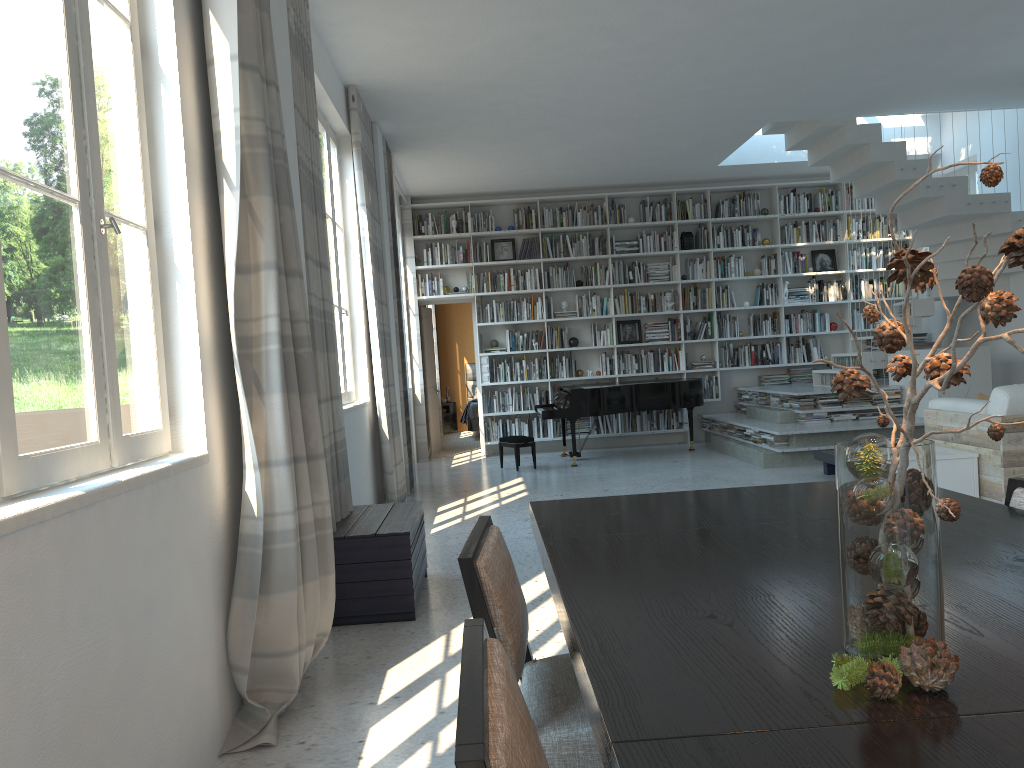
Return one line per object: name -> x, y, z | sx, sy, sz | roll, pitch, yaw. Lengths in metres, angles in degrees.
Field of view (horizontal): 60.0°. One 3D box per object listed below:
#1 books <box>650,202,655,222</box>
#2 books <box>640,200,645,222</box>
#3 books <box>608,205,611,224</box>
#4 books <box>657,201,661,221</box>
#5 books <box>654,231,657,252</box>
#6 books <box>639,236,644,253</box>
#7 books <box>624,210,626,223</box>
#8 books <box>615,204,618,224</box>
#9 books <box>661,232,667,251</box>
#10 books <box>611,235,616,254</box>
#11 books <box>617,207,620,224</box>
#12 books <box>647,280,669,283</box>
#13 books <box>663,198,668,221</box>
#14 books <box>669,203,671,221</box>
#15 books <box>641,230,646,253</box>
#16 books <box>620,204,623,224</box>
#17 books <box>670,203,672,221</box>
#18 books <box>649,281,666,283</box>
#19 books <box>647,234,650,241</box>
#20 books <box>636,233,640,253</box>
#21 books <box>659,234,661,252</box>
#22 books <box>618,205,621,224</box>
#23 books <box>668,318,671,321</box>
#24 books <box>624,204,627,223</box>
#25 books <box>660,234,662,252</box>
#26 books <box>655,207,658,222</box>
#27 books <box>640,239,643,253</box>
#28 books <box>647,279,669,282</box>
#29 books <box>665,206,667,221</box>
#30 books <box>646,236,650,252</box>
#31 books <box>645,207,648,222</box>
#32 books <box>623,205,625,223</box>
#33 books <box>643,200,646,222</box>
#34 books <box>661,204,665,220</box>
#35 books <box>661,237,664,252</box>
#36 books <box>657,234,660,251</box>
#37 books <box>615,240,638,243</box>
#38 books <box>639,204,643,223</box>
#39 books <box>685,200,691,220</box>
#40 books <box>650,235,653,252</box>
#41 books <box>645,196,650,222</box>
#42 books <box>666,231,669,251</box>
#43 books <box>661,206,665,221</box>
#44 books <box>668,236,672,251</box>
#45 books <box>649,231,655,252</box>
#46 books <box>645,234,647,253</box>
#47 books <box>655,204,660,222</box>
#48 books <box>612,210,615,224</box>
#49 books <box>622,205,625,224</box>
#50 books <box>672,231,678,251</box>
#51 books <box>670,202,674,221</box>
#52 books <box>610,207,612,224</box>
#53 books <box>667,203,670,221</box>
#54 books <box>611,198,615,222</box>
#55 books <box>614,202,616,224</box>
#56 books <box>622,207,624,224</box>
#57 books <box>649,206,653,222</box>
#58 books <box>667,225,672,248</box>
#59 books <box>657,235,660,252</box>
books -> 1.751, -2.121, 11.039 | 0.028, 0.270, 0.140 | -4, 2, -2
books -> 1.619, -2.124, 11.015 | 0.014, 0.292, 0.176 | -4, 2, -2
books -> 1.194, -2.077, 11.000 | 0.026, 0.253, 0.185 | -4, 2, -2
books -> 1.827, -2.126, 11.013 | 0.010, 0.270, 0.180 | -4, 2, -2
books -> 1.775, -1.754, 11.037 | 0.023, 0.269, 0.184 | -4, 2, -2
books -> 1.613, -1.722, 11.058 | 0.024, 0.223, 0.128 | -4, 2, -2
books -> 1.397, -2.057, 11.023 | 0.010, 0.187, 0.152 | -4, 2, -2
books -> 1.296, -2.089, 11.003 | 0.011, 0.265, 0.163 | -4, 2, -2
books -> 1.888, -1.751, 11.033 | 0.032, 0.248, 0.173 | -4, 2, -2
books -> 1.255, -1.710, 11.007 | 0.021, 0.249, 0.191 | -4, 2, -2
books -> 1.328, -2.076, 11.037 | 0.006, 0.233, 0.136 | -4, 2, -2
books -> 1.817, -1.273, 11.060 | 0.254, 0.012, 0.161 | -4, 1, -6
books -> 1.912, -2.151, 11.039 | 0.012, 0.308, 0.138 | -4, 2, -2
books -> 1.954, -2.122, 11.044 | 0.014, 0.244, 0.145 | -4, 2, -2
books -> 1.630, -1.752, 11.017 | 0.011, 0.284, 0.190 | -4, 2, -2
books -> 1.350, -2.093, 11.017 | 0.013, 0.264, 0.147 | -4, 2, -2
books -> 1.969, -2.120, 11.036 | 0.014, 0.239, 0.153 | -4, 2, -2
books -> 1.817, -1.261, 11.069 | 0.254, 0.012, 0.161 | -4, 1, -2
books -> 1.701, -1.737, 11.046 | 0.012, 0.244, 0.131 | -4, 2, -2
books -> 1.570, -1.734, 11.032 | 0.012, 0.254, 0.161 | -4, 2, -2
books -> 1.827, -1.738, 11.043 | 0.010, 0.230, 0.152 | -4, 2, -2
books -> 1.337, -2.084, 11.024 | 0.014, 0.248, 0.139 | -4, 2, -2
books -> 1.981, -0.679, 11.108 | 0.011, 0.299, 0.130 | -4, 2, -2
books -> 1.405, -2.092, 11.015 | 0.011, 0.256, 0.143 | -4, 2, -2
books -> 1.838, -1.739, 11.037 | 0.012, 0.230, 0.158 | -4, 2, -2
books -> 1.784, -2.090, 11.022 | 0.033, 0.203, 0.166 | -4, 2, -2
books -> 1.591, -1.701, 11.029 | 0.025, 0.187, 0.193 | -4, 2, -2
books -> 1.816, -1.286, 11.061 | 0.254, 0.012, 0.161 | -4, 1, 1
books -> 1.902, -2.098, 11.048 | 0.014, 0.204, 0.135 | -4, 2, -2
books -> 1.683, -1.722, 11.033 | 0.027, 0.216, 0.190 | -4, 2, -2
books -> 1.664, -2.085, 11.037 | 0.031, 0.208, 0.146 | -4, 2, -2
books -> 1.384, -2.088, 11.032 | 0.013, 0.250, 0.148 | -4, 2, -2
books -> 1.641, -2.127, 11.023 | 0.011, 0.296, 0.157 | -4, 2, -2
books -> 1.880, -2.112, 11.052 | 0.026, 0.234, 0.137 | -4, 2, -2
books -> 1.860, -1.719, 11.034 | 0.029, 0.188, 0.176 | -4, 2, -2
books -> 1.815, -1.742, 11.054 | 0.011, 0.239, 0.139 | -4, 2, -2
books -> 1.413, -1.767, 11.039 | 0.285, 0.024, 0.159 | -4, 1, -2
books -> 1.607, -2.100, 11.033 | 0.012, 0.245, 0.151 | -4, 2, -2
books -> 2.175, -2.141, 11.029 | 0.054, 0.255, 0.190 | -4, 2, -2
books -> 1.722, -1.726, 11.037 | 0.028, 0.219, 0.183 | -4, 2, -2
books -> 1.682, -2.147, 11.013 | 0.010, 0.331, 0.186 | -4, 2, -2
books -> 1.917, -1.760, 11.050 | 0.029, 0.261, 0.133 | -4, 2, -2
books -> 1.858, -2.094, 11.008 | 0.023, 0.202, 0.193 | -4, 2, -2
books -> 1.948, -1.732, 11.038 | 0.029, 0.202, 0.191 | -4, 2, -2
books -> 1.748, -1.755, 11.057 | 0.029, 0.273, 0.140 | -4, 2, -2
books -> 1.647, -1.730, 11.034 | 0.021, 0.237, 0.171 | -4, 2, -2
books -> 1.811, -2.108, 11.027 | 0.023, 0.236, 0.154 | -4, 2, -2
books -> 1.244, -2.051, 11.009 | 0.026, 0.194, 0.166 | -4, 2, -2
books -> 1.375, -2.089, 11.012 | 0.005, 0.255, 0.168 | -4, 2, -2
books -> 2.004, -1.752, 10.984 | 0.037, 0.237, 0.272 | -4, 2, -2
books -> 1.986, -2.130, 11.043 | 0.022, 0.257, 0.136 | -4, 2, -2
books -> 1.219, -2.066, 11.020 | 0.023, 0.228, 0.157 | -4, 2, -2
books -> 1.934, -2.120, 11.033 | 0.028, 0.244, 0.161 | -4, 2, -2
books -> 1.259, -2.125, 11.021 | 0.014, 0.341, 0.145 | -4, 2, -2
books -> 1.273, -2.104, 11.016 | 0.010, 0.296, 0.153 | -4, 2, -2
books -> 1.366, -2.071, 11.015 | 0.016, 0.219, 0.144 | -4, 2, -2
books -> 1.715, -2.089, 11.022 | 0.050, 0.211, 0.172 | -4, 2, -2
books -> 1.965, -1.799, 11.045 | 0.012, 0.334, 0.155 | -4, 2, -2
books -> 1.799, -1.732, 11.030 | 0.023, 0.223, 0.190 | -4, 2, -2
